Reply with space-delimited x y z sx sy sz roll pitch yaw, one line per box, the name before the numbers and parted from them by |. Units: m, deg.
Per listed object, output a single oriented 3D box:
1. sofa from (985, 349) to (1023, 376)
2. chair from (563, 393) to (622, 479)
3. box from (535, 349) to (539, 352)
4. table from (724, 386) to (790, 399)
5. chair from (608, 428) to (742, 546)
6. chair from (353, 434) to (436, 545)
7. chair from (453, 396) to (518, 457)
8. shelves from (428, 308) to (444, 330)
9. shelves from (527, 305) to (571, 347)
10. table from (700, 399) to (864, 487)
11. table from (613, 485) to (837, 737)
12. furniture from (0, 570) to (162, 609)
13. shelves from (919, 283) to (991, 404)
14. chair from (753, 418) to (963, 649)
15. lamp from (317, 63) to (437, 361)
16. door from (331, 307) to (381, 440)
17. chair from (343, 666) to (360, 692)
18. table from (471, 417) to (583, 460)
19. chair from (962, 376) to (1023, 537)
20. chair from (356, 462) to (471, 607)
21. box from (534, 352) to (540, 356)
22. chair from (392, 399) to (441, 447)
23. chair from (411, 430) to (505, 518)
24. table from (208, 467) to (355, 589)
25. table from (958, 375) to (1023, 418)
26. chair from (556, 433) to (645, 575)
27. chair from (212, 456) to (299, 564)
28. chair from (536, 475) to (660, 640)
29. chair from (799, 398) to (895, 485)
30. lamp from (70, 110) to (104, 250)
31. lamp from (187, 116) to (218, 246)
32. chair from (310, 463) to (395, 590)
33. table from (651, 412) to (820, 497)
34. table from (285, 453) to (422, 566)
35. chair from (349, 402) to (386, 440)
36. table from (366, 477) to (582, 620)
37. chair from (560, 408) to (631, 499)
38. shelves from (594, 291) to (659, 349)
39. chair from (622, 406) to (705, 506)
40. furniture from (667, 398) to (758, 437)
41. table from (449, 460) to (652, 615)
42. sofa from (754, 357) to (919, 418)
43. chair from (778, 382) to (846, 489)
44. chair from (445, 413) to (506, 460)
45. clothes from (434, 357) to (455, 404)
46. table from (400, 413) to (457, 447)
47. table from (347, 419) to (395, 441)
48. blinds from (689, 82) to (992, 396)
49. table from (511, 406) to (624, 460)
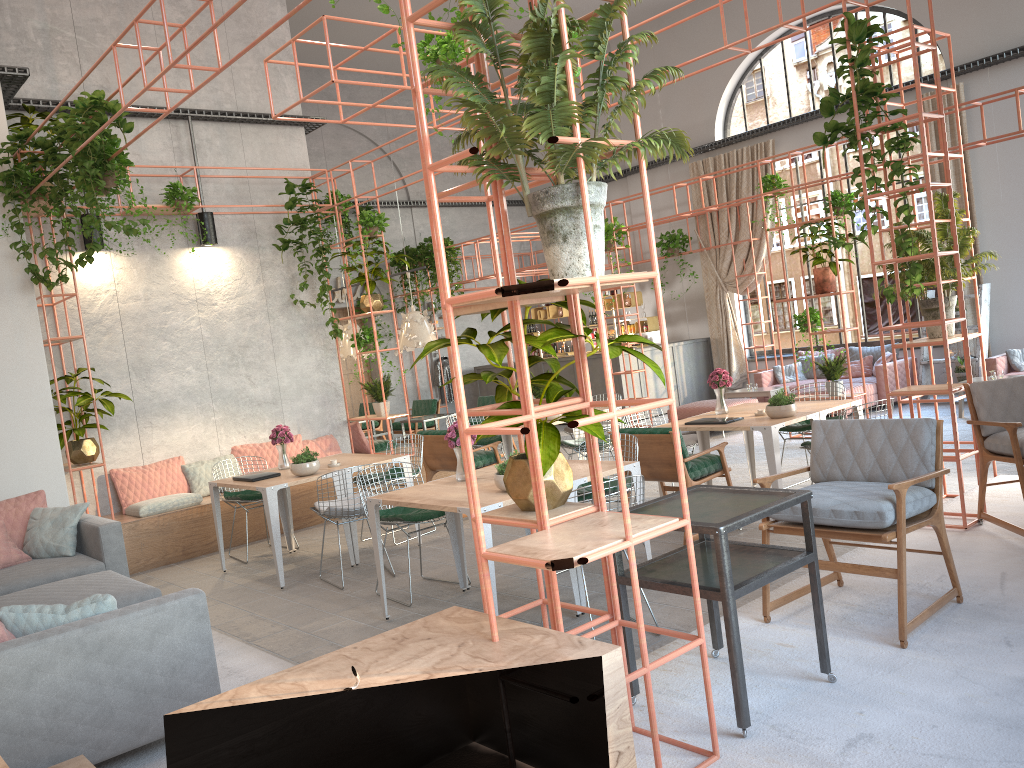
sofa | 6.951 -0.073 10.800 1.960 0.672 2.219 -10 4 -40
chair | 0.976 0.620 10.361 0.717 0.941 0.565 -11 4 -44
box | 0.567 -0.753 19.446 0.058 0.093 0.122 -9 4 -29
table | 3.787 0.309 13.643 0.520 0.455 0.916 -10 4 -40
chair | 1.283 0.764 7.068 0.685 0.917 0.722 -10 4 -40
chair | -1.149 1.008 8.544 0.717 0.941 0.565 -11 4 -44
chair | -0.420 0.667 13.157 0.685 0.929 0.722 -10 4 -40
shelves | -1.415 -1.184 18.305 0.560 0.790 0.186 -10 4 -40
shelves | 0.945 -0.774 19.119 0.328 1.838 1.750 -10 4 -40
table | 2.424 0.615 7.913 0.694 0.830 1.214 -10 4 -40
table | 0.851 0.881 3.628 0.635 0.798 0.602 -10 4 -40
furniture | -2.659 1.443 5.218 0.941 0.446 0.975 -10 4 -40
shelves | 6.356 -0.570 12.757 0.856 1.618 0.842 -10 4 -40
chair | 1.675 0.667 4.326 0.685 0.929 0.722 -10 4 -40
lamp | -2.734 -2.353 13.755 0.704 4.052 4.456 -10 4 -40
door | -3.512 -0.089 17.554 1.360 2.729 0.551 -10 4 -40
chair | -0.676 0.526 2.431 0.717 0.941 0.565 -10 4 -31
table | 0.094 0.828 9.574 0.694 0.830 1.205 -10 4 -40
chair | 3.216 0.414 5.263 0.722 0.914 0.685 -8 3 0
chair | -0.738 1.064 6.515 0.565 0.941 0.717 -10 4 -39
box | 0.551 -0.656 19.423 0.058 0.093 0.122 -10 4 -40
chair | -1.560 0.747 14.508 0.685 0.930 0.722 -10 4 -40
chair | -0.523 0.893 9.182 0.685 0.917 0.722 -10 4 -40
table | -2.031 1.216 7.757 0.694 0.830 1.205 -10 4 -40
table | 6.065 0.152 10.945 0.520 0.455 0.916 -10 4 -40
chair | 0.613 0.884 6.456 0.717 0.941 0.565 -11 4 -44
chair | -2.501 1.188 8.603 0.565 0.941 0.717 -10 4 -39
chair | 0.464 0.978 5.103 0.565 0.941 0.717 -9 3 -24
chair | 2.634 0.585 6.895 0.565 0.941 0.717 -9 3 -24
lamp | -4.380 -2.093 9.075 0.179 1.425 0.185 -10 4 -40
lamp | -3.470 -2.259 9.853 0.179 1.425 0.185 -10 4 -40
chair | -1.298 1.102 7.191 0.565 0.941 0.717 -9 3 -24
table | 1.903 0.711 7.461 0.694 0.830 1.205 -10 4 -40
table | -1.510 1.120 8.209 0.694 0.830 1.214 -10 4 -40
chair | -2.677 0.826 15.831 0.685 0.930 0.722 -10 4 -40
table | -0.269 1.091 5.669 0.694 0.830 1.205 -10 4 -40
chair | 0.827 0.714 9.008 0.565 0.941 0.717 -9 3 -24
shelves | 2.182 -0.861 17.653 0.328 1.838 1.750 -10 4 -40
chair | 1.432 0.671 8.307 0.565 0.941 0.717 -10 4 -39
furniture | 2.923 0.471 12.852 0.941 0.446 0.976 -10 4 -40
table | 0.251 0.996 6.119 0.694 0.830 1.214 -10 4 -40
sofa | 4.673 0.088 13.499 1.960 0.672 2.219 -10 4 -40
chair | 2.783 0.491 8.248 0.717 0.941 0.565 -11 4 -44
chair | -0.375 0.800 10.421 0.565 0.941 0.717 -10 4 -39
clothes | -1.312 -0.072 18.327 0.366 0.997 0.625 -6 4 30
table | -1.117 0.862 12.568 0.635 0.798 0.602 -10 4 -40
table | -2.248 0.942 13.907 0.635 0.798 0.602 -10 4 -40
blinds | 5.122 -2.050 14.676 0.414 4.389 4.957 -10 4 -39
table | 0.616 0.732 10.026 0.694 0.830 1.214 -10 4 -40
